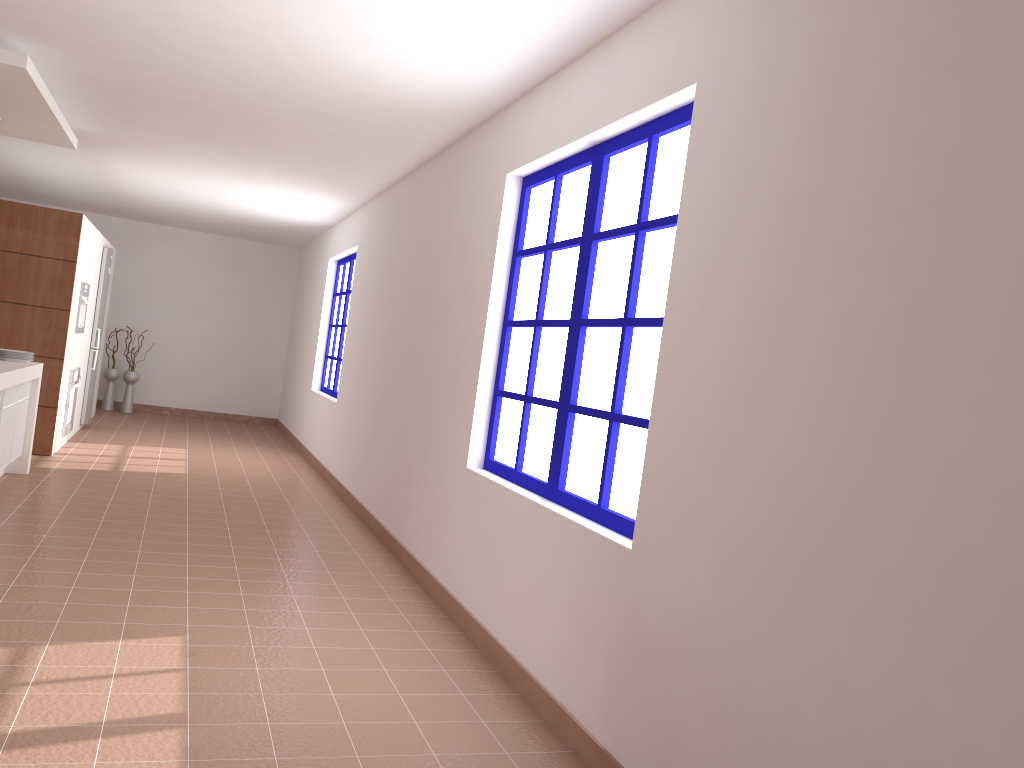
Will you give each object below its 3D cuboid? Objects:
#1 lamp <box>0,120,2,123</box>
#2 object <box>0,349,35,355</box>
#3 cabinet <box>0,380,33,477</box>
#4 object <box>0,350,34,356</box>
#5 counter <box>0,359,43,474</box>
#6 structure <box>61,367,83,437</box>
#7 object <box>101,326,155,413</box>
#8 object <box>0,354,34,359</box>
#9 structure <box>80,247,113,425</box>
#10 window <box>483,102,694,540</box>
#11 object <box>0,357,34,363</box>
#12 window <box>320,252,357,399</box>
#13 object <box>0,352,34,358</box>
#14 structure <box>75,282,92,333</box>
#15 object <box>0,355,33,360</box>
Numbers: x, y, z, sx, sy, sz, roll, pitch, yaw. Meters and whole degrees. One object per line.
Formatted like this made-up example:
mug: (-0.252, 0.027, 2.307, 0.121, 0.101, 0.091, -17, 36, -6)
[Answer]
lamp: (-3.366, -1.729, 5.713, 0.143, 0.059, 0.143, 8, 1, 8)
object: (-3.468, -0.221, 6.196, 0.228, 0.020, 0.228, 7, 1, -39)
cabinet: (-3.441, 0.312, 5.223, 0.737, 0.700, 2.048, 8, 1, -20)
object: (-3.470, -0.211, 6.196, 0.228, 0.020, 0.228, 7, 1, -39)
counter: (-3.458, 0.259, 5.274, 0.821, 0.800, 2.156, 8, 1, -20)
structure: (-3.976, 0.158, 8.025, 0.058, 0.592, 0.596, 8, 1, -20)
object: (-4.935, -0.185, 11.433, 0.655, 1.112, 0.284, 8, 1, -1)
object: (-3.472, -0.191, 6.196, 0.228, 0.020, 0.228, 7, 1, -39)
structure: (-4.390, -0.516, 9.410, 0.089, 1.862, 0.604, 8, 1, -20)
window: (0.264, -0.241, 3.528, 0.035, 1.430, 1.699, 8, 1, -20)
object: (-3.475, -0.170, 6.197, 0.228, 0.020, 0.228, 7, 1, -39)
window: (-1.686, -0.581, 8.872, 0.035, 1.430, 1.699, 8, 1, -20)
object: (-3.471, -0.201, 6.196, 0.228, 0.020, 0.228, 7, 1, -39)
structure: (-3.854, -0.682, 8.014, 0.056, 0.454, 0.614, 8, 1, -20)
object: (-3.474, -0.181, 6.197, 0.228, 0.020, 0.228, 7, 1, -39)
